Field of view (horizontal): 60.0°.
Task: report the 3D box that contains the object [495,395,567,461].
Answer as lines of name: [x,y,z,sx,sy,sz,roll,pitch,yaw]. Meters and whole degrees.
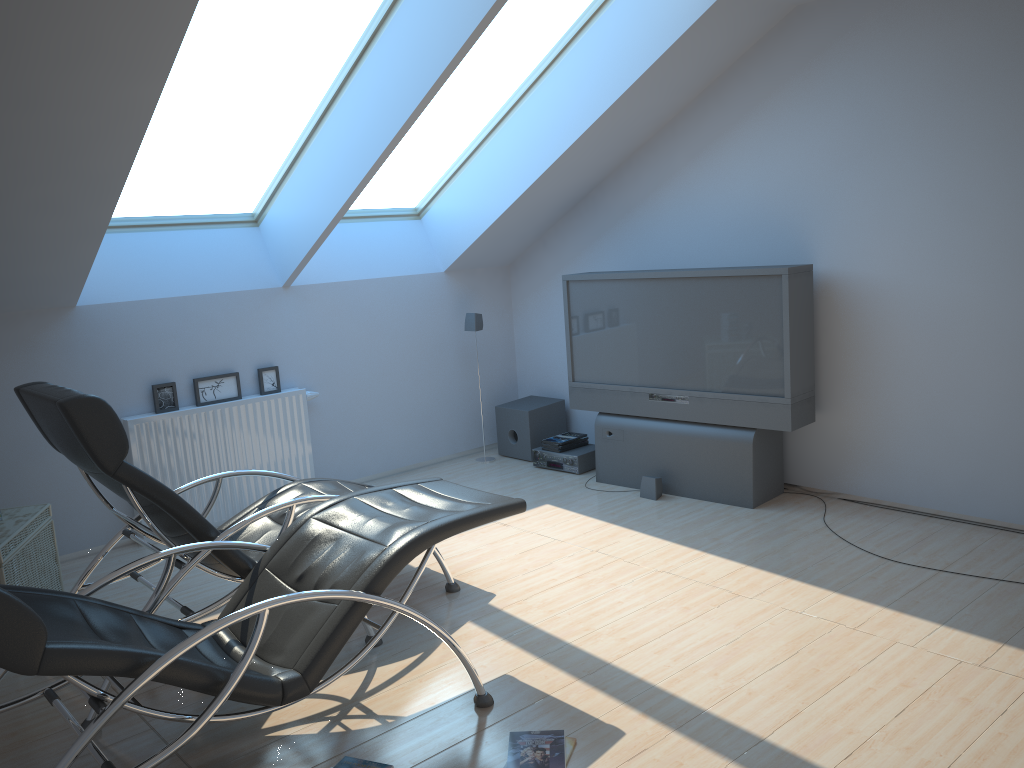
object: [0.155,0.348,7.121,0.401,0.424,0.400,-12,12,-40]

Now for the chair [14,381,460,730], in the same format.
chair: [-1.184,0.510,4.117,1.938,1.251,0.836,-12,12,-40]

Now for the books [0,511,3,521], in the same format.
books: [-2.627,0.552,4.347,0.149,0.300,0.149,-1,10,20]

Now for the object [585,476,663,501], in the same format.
object: [0.677,0.610,6.207,0.394,0.141,1.163,-6,9,-12]

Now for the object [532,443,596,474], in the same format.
object: [0.435,0.547,6.679,0.450,0.138,0.358,5,13,44]

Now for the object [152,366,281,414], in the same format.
object: [-1.917,0.032,5.810,0.846,0.180,0.030,-12,12,-40]

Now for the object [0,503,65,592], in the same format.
object: [-2.703,0.966,4.291,0.744,0.518,0.745,-6,9,-10]

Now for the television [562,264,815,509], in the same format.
television: [1.111,-0.021,5.818,1.686,1.446,0.400,5,13,44]

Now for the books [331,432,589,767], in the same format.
books: [0.134,0.879,4.501,1.045,0.222,4.790,-1,9,17]

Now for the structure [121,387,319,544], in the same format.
structure: [-1.840,0.505,5.887,1.324,0.800,0.120,-12,12,-40]

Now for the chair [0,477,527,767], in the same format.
chair: [-0.917,0.808,3.082,2.114,0.953,0.836,-12,12,-40]

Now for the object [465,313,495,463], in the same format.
object: [-0.253,0.027,6.965,0.158,1.181,0.160,-12,12,-40]
